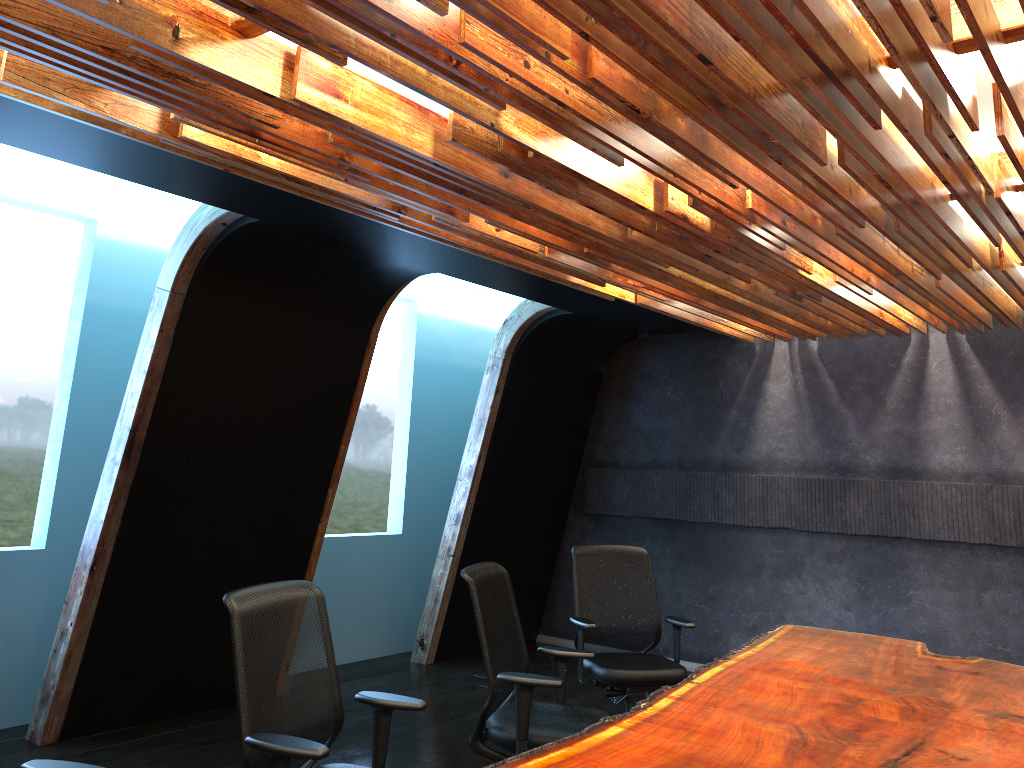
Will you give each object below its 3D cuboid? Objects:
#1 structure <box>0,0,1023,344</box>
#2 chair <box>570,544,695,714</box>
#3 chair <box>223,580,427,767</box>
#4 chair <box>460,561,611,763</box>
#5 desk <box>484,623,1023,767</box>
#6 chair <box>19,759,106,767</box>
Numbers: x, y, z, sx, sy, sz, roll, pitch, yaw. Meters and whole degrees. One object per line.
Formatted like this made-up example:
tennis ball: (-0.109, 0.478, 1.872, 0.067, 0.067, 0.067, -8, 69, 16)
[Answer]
structure: (0.419, 0.281, 2.149, 4.498, 3.060, 11.304, -4, -9, 38)
chair: (0.739, 1.669, 5.427, 0.814, 1.267, 0.776, 6, -12, -17)
chair: (-0.607, 1.380, 3.068, 0.795, 1.267, 0.796, -2, -12, 22)
chair: (0.170, 1.516, 4.115, 0.796, 1.267, 0.795, -1, -12, 17)
desk: (0.519, 1.567, 2.343, 2.023, 0.835, 6.562, -3, -8, 38)
chair: (-1.341, 1.257, 2.139, 0.796, 1.267, 0.794, 0, -11, 12)
